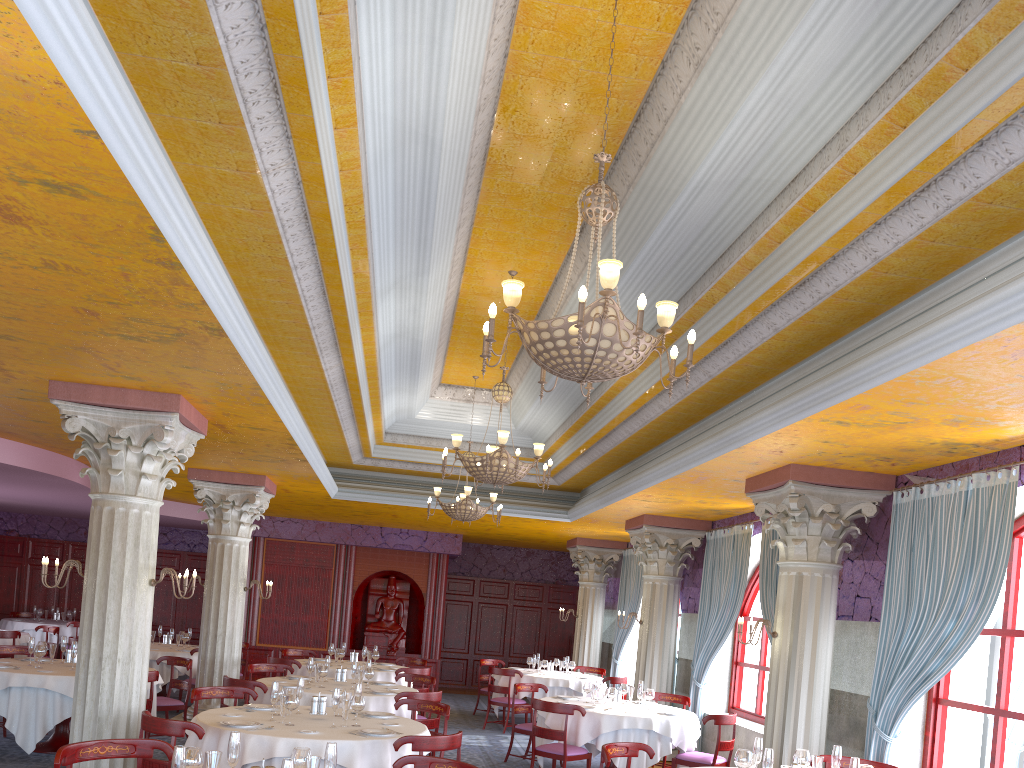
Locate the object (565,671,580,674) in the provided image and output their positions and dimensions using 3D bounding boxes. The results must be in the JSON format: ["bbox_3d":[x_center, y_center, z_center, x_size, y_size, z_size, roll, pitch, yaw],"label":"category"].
[{"bbox_3d":[1.150,5.456,16.178,0.314,0.024,0.322,7,-15,-7],"label":"object"}]

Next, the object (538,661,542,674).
[{"bbox_3d":[0.494,5.056,15.269,0.087,0.235,0.085,6,-2,-27],"label":"object"}]

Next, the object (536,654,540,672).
[{"bbox_3d":[0.479,5.166,15.877,0.073,0.333,0.075,5,0,29],"label":"object"}]

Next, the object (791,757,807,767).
[{"bbox_3d":[2.003,2.715,5.993,0.146,0.210,0.071,7,-2,-27],"label":"object"}]

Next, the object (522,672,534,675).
[{"bbox_3d":[0.230,5.056,14.953,0.314,0.024,0.322,7,-15,-7],"label":"object"}]

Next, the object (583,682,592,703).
[{"bbox_3d":[0.961,3.944,10.946,0.122,0.262,0.124,5,-3,7],"label":"object"}]

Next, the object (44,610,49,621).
[{"bbox_3d":[-10.230,5.084,18.811,0.087,0.235,0.085,6,-2,-27],"label":"object"}]

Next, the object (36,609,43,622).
[{"bbox_3d":[-10.057,4.931,18.226,0.121,0.262,0.124,3,-3,29],"label":"object"}]

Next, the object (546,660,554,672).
[{"bbox_3d":[0.701,5.146,15.650,0.146,0.210,0.071,7,-2,-27],"label":"object"}]

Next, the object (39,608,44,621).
[{"bbox_3d":[-10.313,5.042,18.729,0.121,0.262,0.124,3,-3,29],"label":"object"}]

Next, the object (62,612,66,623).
[{"bbox_3d":[-9.640,5.026,18.401,0.087,0.235,0.085,6,-2,-27],"label":"object"}]

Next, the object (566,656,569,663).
[{"bbox_3d":[1.015,5.188,15.789,0.073,0.333,0.075,5,0,29],"label":"object"}]

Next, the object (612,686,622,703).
[{"bbox_3d":[1.340,3.952,10.908,0.146,0.210,0.071,7,-2,-27],"label":"object"}]

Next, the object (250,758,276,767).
[{"bbox_3d":[-1.273,2.010,4.362,0.146,0.210,0.071,7,-2,-27],"label":"object"}]

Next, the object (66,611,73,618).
[{"bbox_3d":[-9.555,5.041,18.482,0.122,0.262,0.124,5,-3,7],"label":"object"}]

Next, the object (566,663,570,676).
[{"bbox_3d":[0.994,5.122,15.359,0.087,0.235,0.085,6,-2,-27],"label":"object"}]

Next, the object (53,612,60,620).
[{"bbox_3d":[-9.933,5.050,18.691,0.146,0.210,0.071,7,-2,-27],"label":"object"}]

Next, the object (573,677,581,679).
[{"bbox_3d":[1.172,5.146,14.971,0.232,0.013,0.028,-7,-16,37],"label":"object"}]

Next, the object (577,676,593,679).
[{"bbox_3d":[1.300,5.186,15.104,0.314,0.024,0.322,7,-15,-7],"label":"object"}]

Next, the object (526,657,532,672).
[{"bbox_3d":[0.321,5.138,15.688,0.122,0.262,0.124,5,-3,7],"label":"object"}]

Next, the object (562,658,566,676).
[{"bbox_3d":[0.926,5.039,15.252,0.073,0.333,0.075,5,0,29],"label":"object"}]

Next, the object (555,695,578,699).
[{"bbox_3d":[0.719,4.132,11.284,0.320,0.024,0.316,16,-18,-36],"label":"object"}]

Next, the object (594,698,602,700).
[{"bbox_3d":[1.180,4.235,11.502,0.158,0.009,0.164,-1,-16,22],"label":"object"}]

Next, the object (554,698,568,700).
[{"bbox_3d":[0.621,4.076,11.096,0.257,0.019,0.056,-8,-18,41],"label":"object"}]

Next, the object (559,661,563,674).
[{"bbox_3d":[0.904,5.246,15.861,0.085,0.235,0.087,4,-2,18],"label":"object"}]

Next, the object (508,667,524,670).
[{"bbox_3d":[0.080,5.326,16.026,0.314,0.024,0.322,7,-15,-7],"label":"object"}]

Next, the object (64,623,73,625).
[{"bbox_3d":[-9.334,5.090,18.145,0.318,0.024,0.318,12,-16,-26],"label":"object"}]

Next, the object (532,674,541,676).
[{"bbox_3d":[0.417,5.048,14.854,0.055,0.019,0.264,-6,-18,40],"label":"object"}]

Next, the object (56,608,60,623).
[{"bbox_3d":[-9.707,4.943,18.293,0.074,0.333,0.073,5,0,-16],"label":"object"}]

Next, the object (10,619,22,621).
[{"bbox_3d":[-10.404,4.960,17.994,0.318,0.024,0.318,12,-16,-26],"label":"object"}]

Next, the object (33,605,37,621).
[{"bbox_3d":[-10.243,4.921,18.381,0.074,0.333,0.073,5,0,-16],"label":"object"}]

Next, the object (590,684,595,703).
[{"bbox_3d":[1.043,3.986,11.028,0.086,0.235,0.086,5,-2,-5],"label":"object"}]

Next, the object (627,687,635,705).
[{"bbox_3d":[1.543,4.052,11.118,0.085,0.235,0.087,4,-2,18],"label":"object"}]

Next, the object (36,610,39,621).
[{"bbox_3d":[-10.140,4.960,18.310,0.087,0.235,0.085,6,-2,-27],"label":"object"}]

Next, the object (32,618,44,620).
[{"bbox_3d":[-10.554,5.230,19.068,0.318,0.024,0.318,12,-16,-26],"label":"object"}]

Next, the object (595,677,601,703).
[{"bbox_3d":[1.119,3.972,11.135,0.075,0.333,0.073,5,-1,-38],"label":"object"}]

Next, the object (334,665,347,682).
[{"bbox_3d":[-2.111,3.574,10.577,0.146,0.210,0.071,7,-2,-27],"label":"object"}]

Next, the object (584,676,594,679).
[{"bbox_3d":[1.398,5.246,15.292,0.257,0.019,0.056,-8,-18,41],"label":"object"}]

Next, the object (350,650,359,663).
[{"bbox_3d":[-2.554,4.402,13.865,0.146,0.210,0.071,7,-2,-27],"label":"object"}]

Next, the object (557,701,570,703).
[{"bbox_3d":[0.641,3.983,10.714,0.159,0.009,0.163,7,-15,-7],"label":"object"}]

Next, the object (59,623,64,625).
[{"bbox_3d":[-9.462,5.050,18.013,0.232,0.013,0.028,-7,-16,37],"label":"object"}]

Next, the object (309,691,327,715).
[{"bbox_3d":[-1.702,2.811,7.544,0.146,0.210,0.071,7,-2,-27],"label":"object"}]

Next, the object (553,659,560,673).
[{"bbox_3d":[0.823,5.248,15.945,0.123,0.262,0.123,6,-3,-16],"label":"object"}]

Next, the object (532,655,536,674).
[{"bbox_3d":[0.391,5.017,15.340,0.073,0.333,0.075,5,0,29],"label":"object"}]

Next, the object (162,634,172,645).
[{"bbox_3d":[-8.276,3.835,15.410,5.644,1.185,0.357,-1,-3,20],"label":"object"}]

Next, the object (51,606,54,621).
[{"bbox_3d":[-10.155,5.070,18.918,0.074,0.333,0.073,5,0,-16],"label":"object"}]

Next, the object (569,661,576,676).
[{"bbox_3d":[1.078,5.137,15.441,0.122,0.262,0.124,5,-3,7],"label":"object"}]

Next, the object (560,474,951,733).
[{"bbox_3d":[3.306,2.710,8.280,2.099,3.525,29.960,5,-14,-6],"label":"object"}]

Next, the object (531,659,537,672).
[{"bbox_3d":[0.404,5.180,15.770,0.087,0.235,0.085,6,-2,-27],"label":"object"}]

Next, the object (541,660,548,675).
[{"bbox_3d":[0.577,5.027,15.185,0.124,0.262,0.122,7,-3,-38],"label":"object"}]

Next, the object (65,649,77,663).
[{"bbox_3d":[-5.202,3.195,10.126,0.146,0.210,0.071,7,-2,-27],"label":"object"}]
